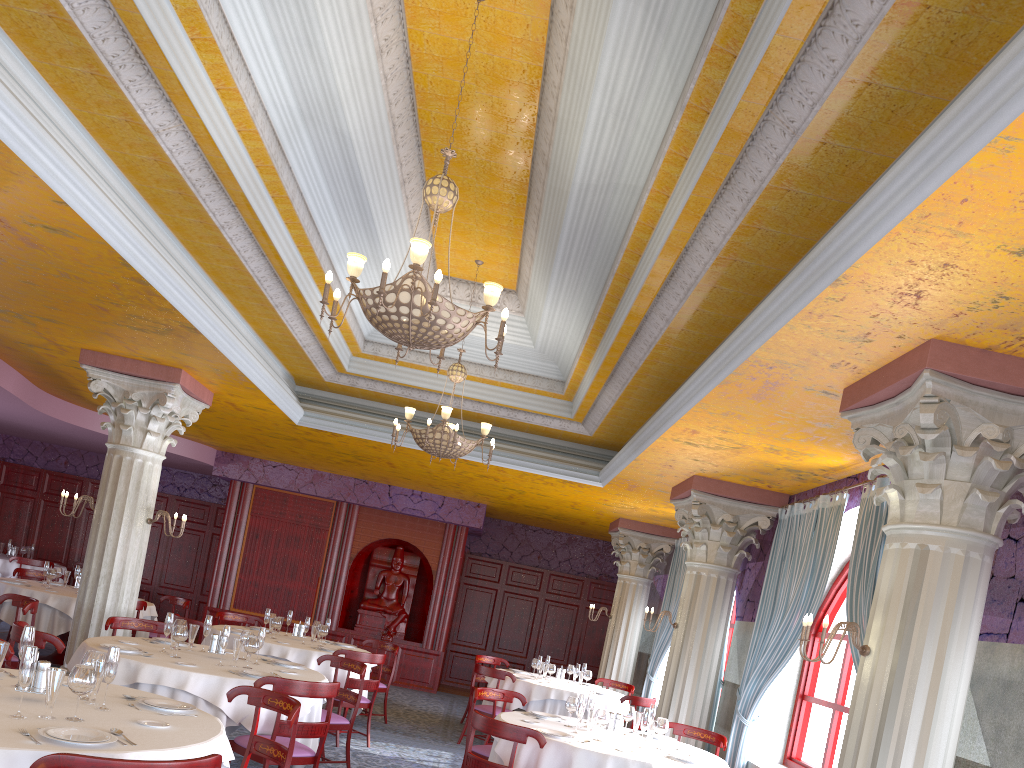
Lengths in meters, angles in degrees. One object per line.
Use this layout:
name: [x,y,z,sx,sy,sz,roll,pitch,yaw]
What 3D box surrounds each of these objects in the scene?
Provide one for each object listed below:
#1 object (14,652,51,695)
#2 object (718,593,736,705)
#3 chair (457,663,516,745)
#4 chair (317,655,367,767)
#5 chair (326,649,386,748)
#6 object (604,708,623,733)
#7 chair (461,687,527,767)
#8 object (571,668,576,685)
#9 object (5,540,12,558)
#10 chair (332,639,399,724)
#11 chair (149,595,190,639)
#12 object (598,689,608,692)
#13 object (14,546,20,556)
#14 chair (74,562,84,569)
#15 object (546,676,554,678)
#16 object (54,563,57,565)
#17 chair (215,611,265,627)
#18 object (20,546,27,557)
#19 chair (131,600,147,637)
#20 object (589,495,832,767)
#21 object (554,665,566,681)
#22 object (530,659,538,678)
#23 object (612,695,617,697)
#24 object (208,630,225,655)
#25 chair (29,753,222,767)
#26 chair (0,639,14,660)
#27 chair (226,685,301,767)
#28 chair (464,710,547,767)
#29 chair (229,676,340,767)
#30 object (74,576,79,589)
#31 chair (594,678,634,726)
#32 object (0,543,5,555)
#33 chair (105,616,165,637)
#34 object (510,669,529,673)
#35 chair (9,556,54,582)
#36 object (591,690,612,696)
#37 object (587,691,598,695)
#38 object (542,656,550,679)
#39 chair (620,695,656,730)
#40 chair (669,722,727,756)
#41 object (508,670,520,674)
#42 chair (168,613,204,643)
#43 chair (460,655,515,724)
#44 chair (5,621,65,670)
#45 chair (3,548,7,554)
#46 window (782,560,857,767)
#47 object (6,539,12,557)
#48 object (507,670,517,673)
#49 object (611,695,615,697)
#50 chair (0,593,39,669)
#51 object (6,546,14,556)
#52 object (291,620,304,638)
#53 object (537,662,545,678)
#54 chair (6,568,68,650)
object: [-2.406,1.451,4.318,0.147,0.210,0.071,13,-2,-22]
object: [3.080,3.564,12.079,0.160,2.508,3.657,11,-9,1]
chair: [-0.237,4.245,11.185,0.734,1.082,0.668,7,-5,44]
chair: [-1.830,3.155,8.198,0.734,1.082,0.668,7,-5,44]
chair: [-1.894,3.554,9.783,0.633,1.082,0.774,8,-5,44]
object: [0.886,2.897,7.386,0.147,0.210,0.071,13,-2,-22]
chair: [-0.115,3.478,8.135,0.633,1.082,0.774,8,-5,44]
object: [0.909,4.219,12.358,0.084,0.235,0.088,11,-1,24]
object: [-9.262,3.043,15.763,0.075,0.333,0.073,11,0,-10]
chair: [-1.963,3.989,11.514,0.734,1.082,0.668,7,-5,44]
chair: [-5.071,3.578,12.296,0.734,1.082,0.668,7,-5,44]
object: [1.296,4.359,12.161,0.156,0.009,0.165,6,-15,18]
object: [-9.192,3.132,15.864,0.087,0.235,0.085,12,-1,-21]
chair: [-8.751,4.071,17.003,0.734,1.082,0.668,7,-5,44]
object: [0.577,4.376,12.773,0.156,0.009,0.165,6,-15,18]
object: [-8.975,3.490,16.663,0.320,0.024,0.316,17,-15,-20]
chair: [-3.661,3.635,11.440,0.633,1.082,0.774,8,-5,44]
object: [-9.100,3.156,15.937,0.121,0.262,0.125,11,-2,13]
chair: [-5.002,3.143,10.565,0.633,1.082,0.774,8,-5,44]
object: [2.651,1.793,4.591,2.094,3.531,29.972,11,-14,1]
object: [0.695,4.099,12.167,0.147,0.210,0.071,13,-2,-22]
object: [0.324,4.059,12.240,0.121,0.262,0.125,11,-2,13]
object: [1.330,4.253,11.746,0.057,0.019,0.254,22,-18,-39]
object: [-2.528,2.220,7.376,0.147,0.210,0.071,13,-2,-22]
chair: [-1.639,1.951,3.410,0.633,1.082,0.774,8,-5,44]
chair: [-3.406,2.032,5.067,0.633,1.082,0.774,8,-5,44]
chair: [-1.708,2.387,5.140,0.734,1.082,0.668,7,-5,44]
chair: [-0.046,3.043,6.404,0.734,1.082,0.668,7,-5,44]
chair: [-1.761,2.720,6.468,0.633,1.082,0.774,8,-5,44]
object: [-8.072,2.023,12.761,5.582,1.184,0.362,4,-4,26]
chair: [1.392,5.035,12.990,0.734,1.082,0.668,7,-5,44]
object: [-9.732,3.146,16.327,0.087,0.235,0.085,12,-1,-21]
chair: [-3.528,2.801,8.125,0.633,1.082,0.774,8,-5,44]
object: [0.106,4.230,12.599,0.313,0.024,0.322,11,-14,-1]
chair: [-8.682,3.636,15.272,0.633,1.082,0.774,8,-5,44]
object: [1.217,4.182,11.568,0.313,0.024,0.322,11,-14,-1]
object: [1.078,4.129,11.447,0.229,0.013,0.028,-3,-18,43]
object: [0.501,4.103,12.414,0.072,0.333,0.076,11,0,35]
chair: [1.461,4.599,11.259,0.633,1.082,0.774,8,-5,44]
chair: [1.583,3.832,8.209,0.734,1.082,0.668,7,-5,44]
object: [0.014,4.184,12.451,0.250,0.003,0.023,-2,-19,42]
chair: [-3.592,3.199,9.710,0.734,1.082,0.668,7,-5,44]
chair: [-0.306,4.680,12.916,0.633,1.082,0.774,8,-5,44]
chair: [-3.459,2.366,6.394,0.734,1.082,0.668,7,-5,44]
chair: [-10.449,3.717,16.929,0.633,1.082,0.774,8,-5,44]
window: [3.270,2.369,7.324,0.160,2.508,3.657,11,-9,1]
object: [-9.643,3.140,16.427,0.075,0.333,0.073,11,0,-10]
object: [-0.008,4.163,12.421,0.057,0.019,0.254,22,-18,-39]
object: [1.305,4.249,11.716,0.250,0.003,0.023,-2,-19,42]
chair: [-4.901,2.507,8.035,0.734,1.082,0.668,7,-5,44]
object: [-9.449,3.136,16.180,0.147,0.210,0.071,13,-2,-22]
object: [-2.660,3.054,10.691,0.147,0.210,0.071,13,-2,-22]
object: [0.412,4.109,12.314,0.087,0.235,0.085,12,-1,-21]
chair: [-6.769,3.223,12.223,0.633,1.082,0.774,8,-5,44]
